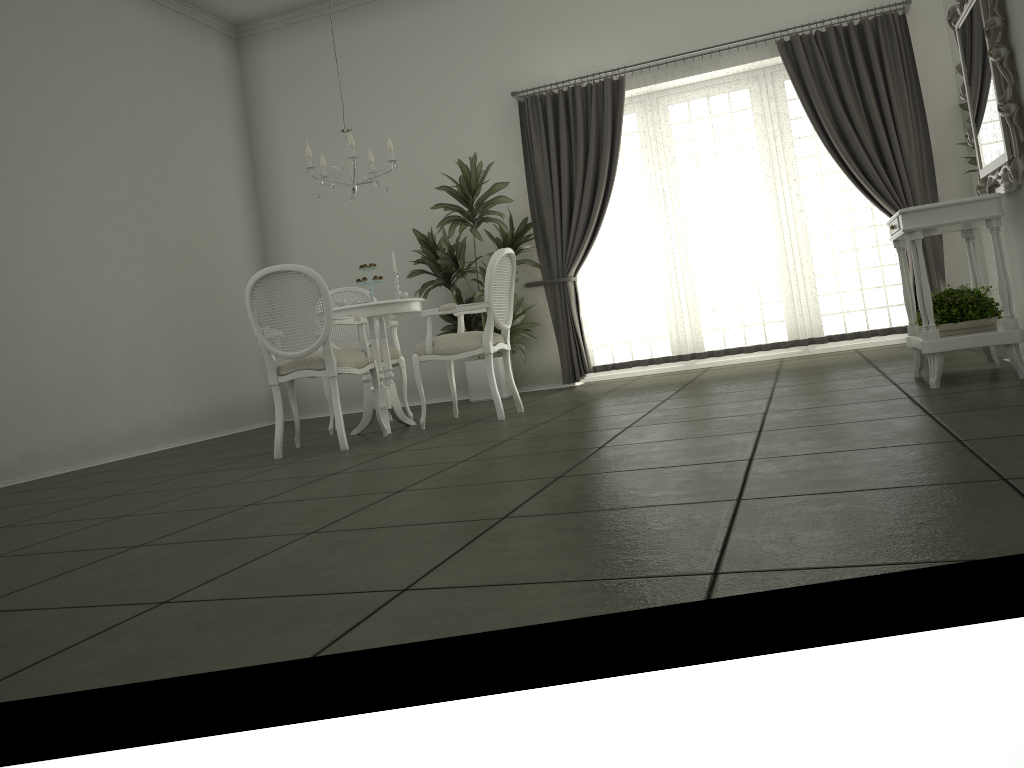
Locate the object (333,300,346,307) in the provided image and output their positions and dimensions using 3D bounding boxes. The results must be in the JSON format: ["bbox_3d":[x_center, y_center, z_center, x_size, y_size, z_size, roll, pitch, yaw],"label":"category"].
[{"bbox_3d":[-1.090,-0.508,5.620,0.062,0.049,0.078,-8,1,28],"label":"object"}]

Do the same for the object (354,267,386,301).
[{"bbox_3d":[-0.939,-0.642,5.863,0.212,0.249,0.209,-8,-1,-39],"label":"object"}]

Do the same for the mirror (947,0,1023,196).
[{"bbox_3d":[2.191,-1.474,4.115,0.081,1.213,0.839,-9,-1,19],"label":"mirror"}]

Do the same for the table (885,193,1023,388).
[{"bbox_3d":[2.064,-0.428,4.148,0.431,0.808,0.700,-9,-1,18],"label":"table"}]

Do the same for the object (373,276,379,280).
[{"bbox_3d":[-0.897,-0.697,5.811,0.039,0.032,0.039,-8,1,-21],"label":"object"}]

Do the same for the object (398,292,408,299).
[{"bbox_3d":[-0.712,-0.577,5.826,0.078,0.049,0.062,-9,1,-39],"label":"object"}]

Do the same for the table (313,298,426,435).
[{"bbox_3d":[-0.881,-0.103,5.822,0.737,0.833,0.741,-8,0,15],"label":"table"}]

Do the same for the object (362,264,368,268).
[{"bbox_3d":[-0.970,-0.777,5.830,0.039,0.032,0.039,-8,1,39],"label":"object"}]

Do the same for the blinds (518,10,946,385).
[{"bbox_3d":[1.780,-1.452,7.448,3.644,2.614,0.660,-8,-2,18],"label":"blinds"}]

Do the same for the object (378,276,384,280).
[{"bbox_3d":[-0.874,-0.703,5.881,0.039,0.032,0.040,-8,1,39],"label":"object"}]

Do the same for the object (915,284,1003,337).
[{"bbox_3d":[2.083,-0.356,4.142,0.372,0.232,0.347,-8,1,14],"label":"object"}]

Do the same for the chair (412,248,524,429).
[{"bbox_3d":[-0.258,-0.301,5.699,0.687,1.068,0.596,-8,-1,19],"label":"chair"}]

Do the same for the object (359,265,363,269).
[{"bbox_3d":[-0.998,-0.774,5.861,0.040,0.032,0.039,-9,1,-41],"label":"object"}]

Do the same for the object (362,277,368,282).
[{"bbox_3d":[-0.968,-0.686,5.796,0.039,0.032,0.039,-8,1,-16],"label":"object"}]

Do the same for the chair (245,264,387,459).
[{"bbox_3d":[-1.161,-0.147,5.139,0.594,1.068,0.690,-8,-1,9],"label":"chair"}]

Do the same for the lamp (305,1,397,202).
[{"bbox_3d":[-1.202,-2.456,5.925,0.593,2.448,0.591,-8,-2,-4],"label":"lamp"}]

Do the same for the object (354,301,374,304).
[{"bbox_3d":[-0.938,-0.510,5.605,0.118,0.016,0.119,-8,3,8],"label":"object"}]

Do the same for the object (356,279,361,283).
[{"bbox_3d":[-1.017,-0.682,5.850,0.039,0.032,0.039,-8,1,-21],"label":"object"}]

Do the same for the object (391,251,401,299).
[{"bbox_3d":[-0.789,-0.728,6.000,0.088,0.366,0.087,-8,-2,-4],"label":"object"}]

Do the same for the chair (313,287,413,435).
[{"bbox_3d":[-1.135,-0.214,6.479,0.597,1.068,0.686,-8,-1,-16],"label":"chair"}]

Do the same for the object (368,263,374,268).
[{"bbox_3d":[-0.931,-0.783,5.839,0.039,0.032,0.039,-8,1,24],"label":"object"}]

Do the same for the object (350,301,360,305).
[{"bbox_3d":[-1.066,-0.536,6.022,0.062,0.049,0.077,-8,1,-2],"label":"object"}]

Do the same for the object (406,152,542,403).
[{"bbox_3d":[-0.343,-0.907,7.691,1.153,2.104,1.044,-9,-2,36],"label":"object"}]

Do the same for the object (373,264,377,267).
[{"bbox_3d":[-0.918,-0.786,5.879,0.039,0.032,0.039,-8,1,-26],"label":"object"}]

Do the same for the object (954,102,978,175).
[{"bbox_3d":[3.986,-1.462,6.461,1.153,2.104,1.044,-9,-2,36],"label":"object"}]
